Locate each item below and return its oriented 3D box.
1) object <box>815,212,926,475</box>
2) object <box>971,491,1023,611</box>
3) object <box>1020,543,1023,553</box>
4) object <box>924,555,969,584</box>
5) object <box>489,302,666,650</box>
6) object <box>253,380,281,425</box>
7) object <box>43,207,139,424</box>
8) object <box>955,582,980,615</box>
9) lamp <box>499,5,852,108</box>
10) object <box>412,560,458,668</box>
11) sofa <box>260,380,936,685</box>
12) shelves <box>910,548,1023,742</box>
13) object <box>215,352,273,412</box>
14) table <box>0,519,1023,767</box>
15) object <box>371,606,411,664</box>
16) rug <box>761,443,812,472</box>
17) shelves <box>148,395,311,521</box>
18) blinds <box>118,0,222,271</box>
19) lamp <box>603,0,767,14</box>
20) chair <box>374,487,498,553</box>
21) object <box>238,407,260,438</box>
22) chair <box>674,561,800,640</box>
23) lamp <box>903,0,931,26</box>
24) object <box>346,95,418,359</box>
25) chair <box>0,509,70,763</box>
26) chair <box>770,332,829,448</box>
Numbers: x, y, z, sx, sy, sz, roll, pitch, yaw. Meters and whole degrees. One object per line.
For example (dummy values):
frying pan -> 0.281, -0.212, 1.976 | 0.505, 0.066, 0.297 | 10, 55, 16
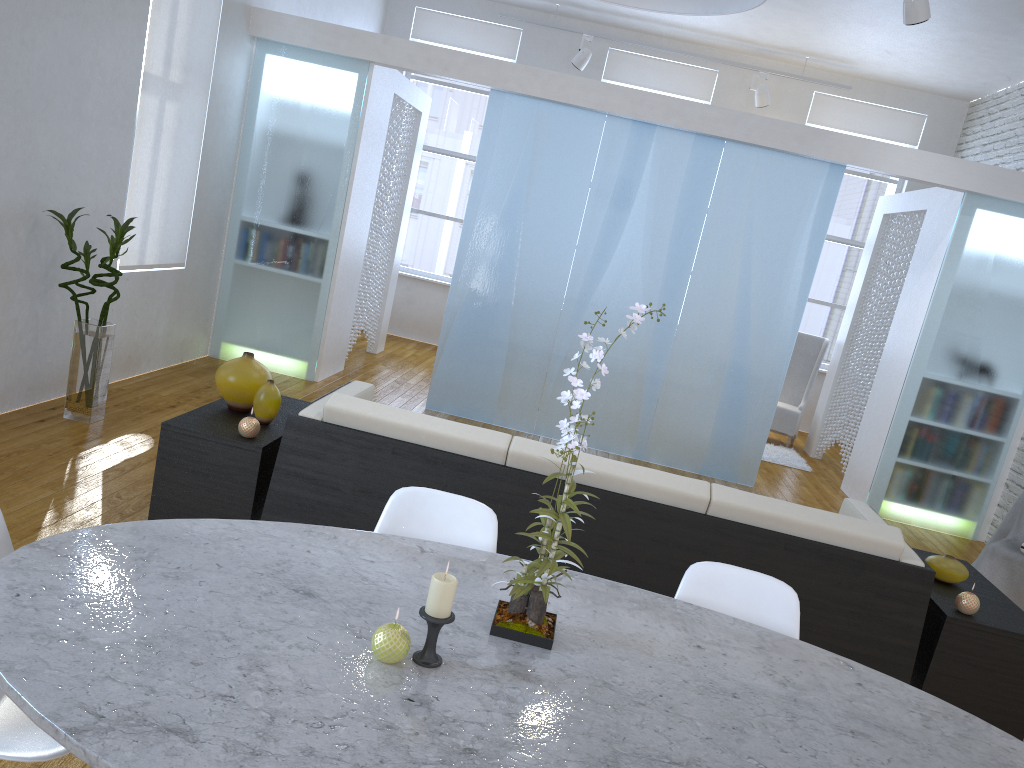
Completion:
object -> 2.692, -0.287, 6.687 | 0.051, 2.028, 0.918 | 13, 12, 4
object -> 2.462, 0.840, 4.103 | 0.641, 0.691, 0.635 | 23, 15, 41
object -> 2.450, 0.765, 4.009 | 0.231, 0.085, 0.224 | 21, 13, 39
object -> 1.529, 0.649, 3.120 | 0.147, 0.091, 0.145 | 2, 15, -44
object -> 0.085, 0.151, 1.547 | 0.165, 0.642, 0.202 | 20, 14, 31
object -> -0.870, 0.064, 3.153 | 0.096, 0.161, 0.095 | 2, 16, -44
object -> -1.989, -0.314, 4.086 | 0.380, 0.986, 0.480 | 8, 13, -23
object -> 1.458, 0.680, 2.825 | 0.071, 0.104, 0.071 | 19, 13, 30
lamp -> 1.389, -2.833, 7.749 | 3.117, 0.489, 0.196 | 13, 12, 2
object -> -0.119, 0.364, 1.421 | 0.059, 0.177, 0.058 | 10, 12, -11
sofa -> 0.354, 0.418, 3.893 | 5.334, 0.683, 9.671 | 13, 10, 4
shelves -> 1.517, 0.923, 3.157 | 0.349, 0.454, 0.726 | 13, 11, 4
object -> -0.984, -0.010, 3.258 | 0.207, 0.217, 0.205 | 2, 15, -44
table -> 0.022, 0.798, 1.508 | 1.909, 0.626, 1.065 | 13, 11, 3
object -> -0.189, 0.395, 1.408 | 0.062, 0.092, 0.062 | 4, 14, -38
rug -> 1.825, 0.478, 7.131 | 1.095, 0.047, 0.752 | 13, 10, 3
shelves -> -0.996, 0.327, 3.312 | 0.349, 0.454, 0.726 | 13, 11, 4
blinds -> -1.829, -1.675, 4.865 | 0.007, 2.124, 0.757 | 13, 12, 4
lamp -> 0.320, -1.309, 1.058 | 0.400, 1.547, 0.397 | 6, 13, -29
chair -> -0.204, 0.455, 1.898 | 0.405, 0.354, 0.417 | 13, 11, 3
object -> -0.877, 0.126, 2.968 | 0.071, 0.104, 0.071 | 19, 13, 30
chair -> 0.454, 0.615, 1.836 | 0.405, 0.354, 0.417 | 14, 11, 7
lamp -> 1.051, -2.331, 4.591 | 3.117, 0.489, 0.204 | 13, 12, 1
object -> -1.028, -1.170, 6.915 | 0.051, 2.028, 0.918 | 13, 12, 4
chair -> -0.839, 0.381, 1.514 | 0.419, 0.354, 0.403 | 14, 11, 6
chair -> 2.336, 0.028, 7.607 | 0.470, 0.967, 0.377 | 19, 13, 28
